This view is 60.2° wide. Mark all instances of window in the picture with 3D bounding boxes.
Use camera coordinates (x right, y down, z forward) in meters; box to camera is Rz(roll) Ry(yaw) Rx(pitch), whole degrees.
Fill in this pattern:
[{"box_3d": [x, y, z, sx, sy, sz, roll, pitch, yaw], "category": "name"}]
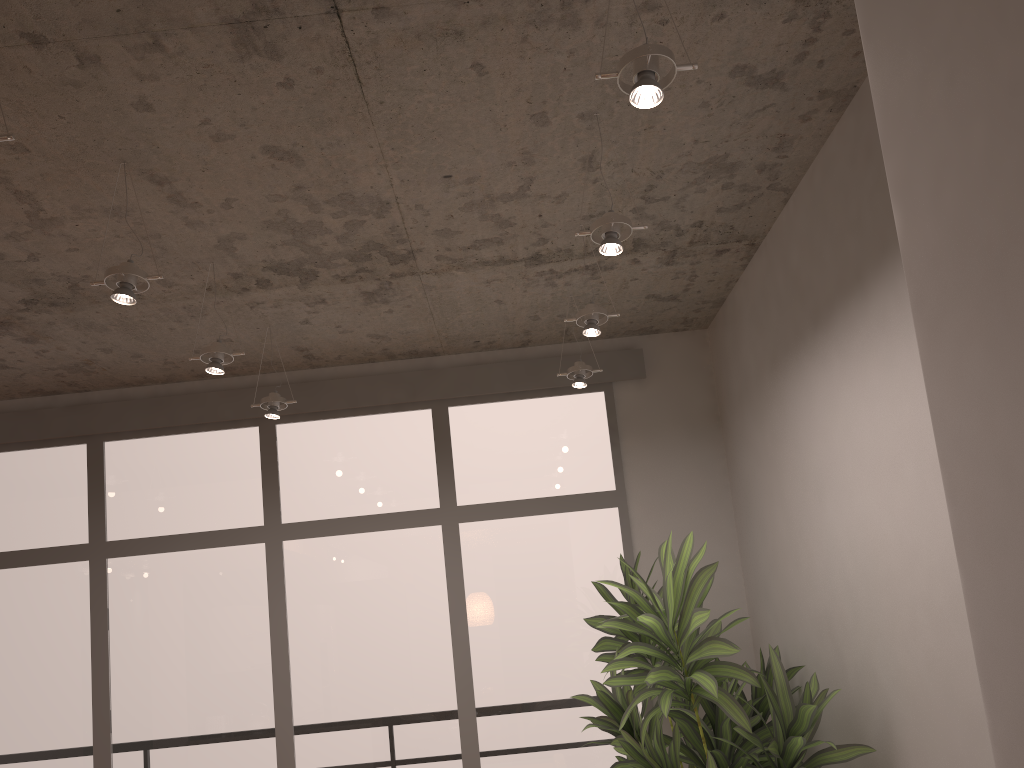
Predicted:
[{"box_3d": [-3.327, 1.814, 4.961, 8.560, 3.228, 0.063, -6, -10, 0], "category": "window"}]

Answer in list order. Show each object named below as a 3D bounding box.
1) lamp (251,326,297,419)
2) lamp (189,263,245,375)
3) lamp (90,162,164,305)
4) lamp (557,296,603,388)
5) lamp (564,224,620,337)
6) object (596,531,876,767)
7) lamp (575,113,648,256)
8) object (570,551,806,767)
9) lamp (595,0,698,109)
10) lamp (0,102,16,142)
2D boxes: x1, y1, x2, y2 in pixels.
[{"box_3d": [-1.203, -0.063, 4.425, 0.198, 0.475, 0.136, 1, -12, -32], "category": "lamp"}, {"box_3d": [-1.216, -0.276, 3.616, 0.198, 0.475, 0.136, 1, -12, -32], "category": "lamp"}, {"box_3d": [-1.229, -0.489, 2.807, 0.198, 0.475, 0.136, 1, -12, -32], "category": "lamp"}, {"box_3d": [0.320, -0.218, 4.415, 0.198, 0.475, 0.136, 1, -12, -32], "category": "lamp"}, {"box_3d": [0.307, -0.431, 3.607, 0.198, 0.475, 0.136, 1, -12, -32], "category": "lamp"}, {"box_3d": [0.913, 1.629, 3.493, 0.971, 2.070, 1.094, -8, -11, 13], "category": "object"}, {"box_3d": [0.294, -0.644, 2.798, 0.198, 0.475, 0.136, 1, -12, -32], "category": "lamp"}, {"box_3d": [0.909, 1.806, 4.160, 1.087, 2.070, 0.977, -9, -11, 18], "category": "object"}, {"box_3d": [0.282, -0.856, 1.989, 0.198, 0.475, 0.136, 1, -12, -32], "category": "lamp"}, {"box_3d": [-1.242, -0.701, 1.999, 0.198, 0.475, 0.136, 1, -12, -32], "category": "lamp"}]
